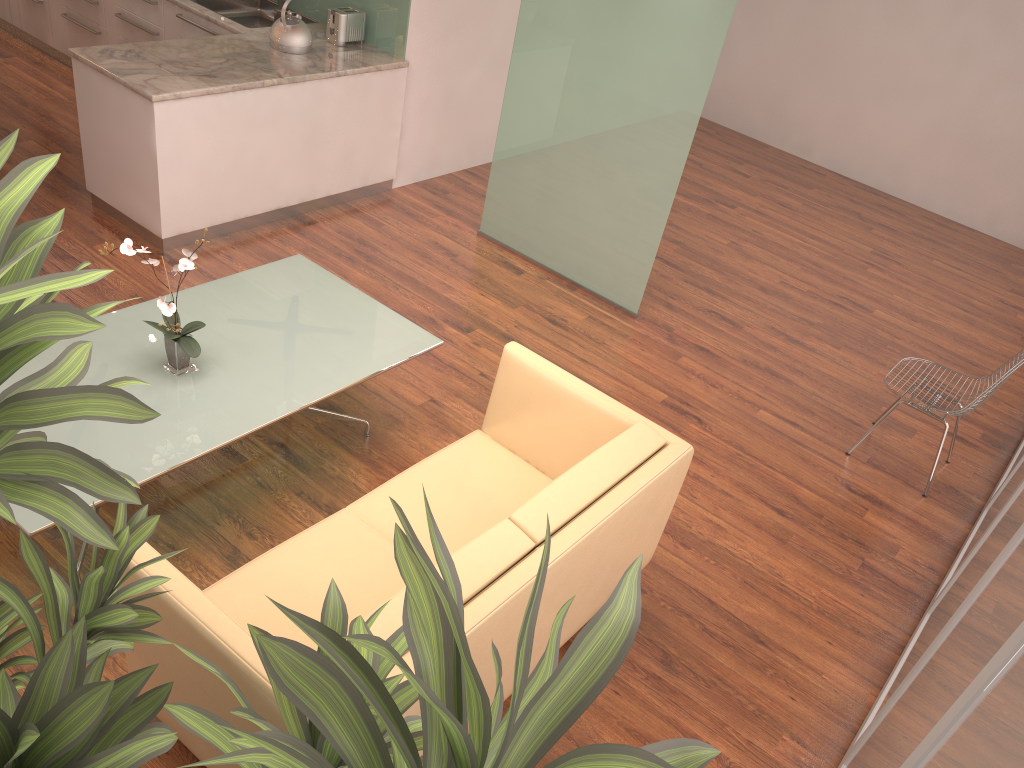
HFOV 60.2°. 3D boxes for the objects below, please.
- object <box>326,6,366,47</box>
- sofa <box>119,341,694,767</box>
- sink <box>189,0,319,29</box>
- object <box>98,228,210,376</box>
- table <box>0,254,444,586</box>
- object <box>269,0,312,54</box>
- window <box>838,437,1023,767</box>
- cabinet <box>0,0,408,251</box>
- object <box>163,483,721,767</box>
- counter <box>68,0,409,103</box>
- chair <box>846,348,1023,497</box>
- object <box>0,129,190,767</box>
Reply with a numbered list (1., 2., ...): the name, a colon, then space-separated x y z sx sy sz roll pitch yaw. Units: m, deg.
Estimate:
1. object: -1.104 -2.362 5.830 0.151 0.211 0.230 33 40 25
2. sofa: -0.273 0.629 3.015 0.863 0.877 1.751 33 40 25
3. sink: -1.767 -2.568 6.057 0.631 0.401 0.599 32 39 24
4. object: -1.244 -0.320 3.202 0.366 0.617 0.288 28 39 20
5. table: -1.281 0.137 3.607 0.923 0.587 1.818 33 39 25
6. object: -1.373 -2.254 5.498 0.258 0.319 0.254 -15 45 -34
7. window: 2.713 -0.652 3.539 0.061 3.434 8.320 33 40 25
8. cabinet: -2.858 -3.009 5.876 4.171 2.385 1.859 32 40 24
9. object: -0.485 0.960 1.331 1.065 2.203 0.936 -14 44 -32
10. counter: -2.716 -2.832 4.954 3.014 1.413 3.125 32 39 24
11. chair: 2.252 0.053 4.621 0.551 0.943 0.528 32 40 24
12. object: -1.015 0.647 1.585 0.949 2.203 1.051 -19 47 -36
